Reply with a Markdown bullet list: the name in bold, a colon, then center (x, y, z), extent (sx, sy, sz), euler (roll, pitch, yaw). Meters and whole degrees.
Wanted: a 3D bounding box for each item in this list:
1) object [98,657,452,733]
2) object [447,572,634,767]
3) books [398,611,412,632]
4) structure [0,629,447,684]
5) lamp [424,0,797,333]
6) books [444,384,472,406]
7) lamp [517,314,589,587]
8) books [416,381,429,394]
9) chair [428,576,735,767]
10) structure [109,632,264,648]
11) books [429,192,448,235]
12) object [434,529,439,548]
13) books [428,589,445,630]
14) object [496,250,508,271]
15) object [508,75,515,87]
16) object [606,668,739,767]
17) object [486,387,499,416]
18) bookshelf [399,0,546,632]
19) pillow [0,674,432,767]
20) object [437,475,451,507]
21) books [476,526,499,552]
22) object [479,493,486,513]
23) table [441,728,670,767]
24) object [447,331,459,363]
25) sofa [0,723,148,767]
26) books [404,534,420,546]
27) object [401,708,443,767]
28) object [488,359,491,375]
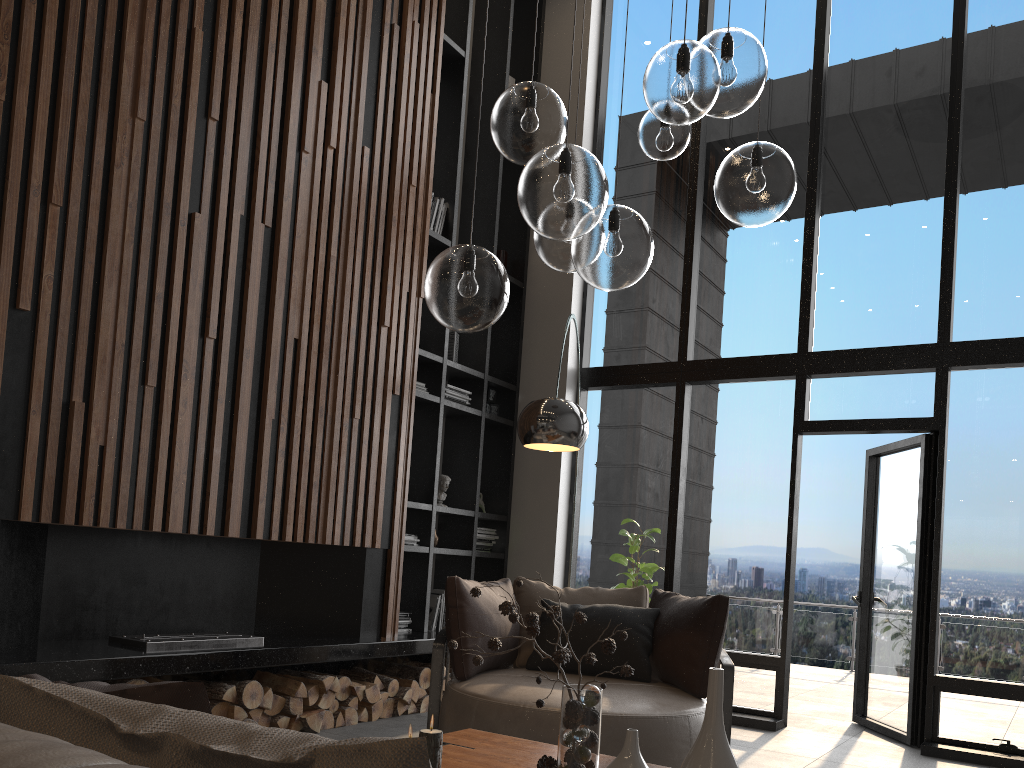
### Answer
- **object**: center (-1.062, 1.753, 4.972), extent (0.435, 0.385, 4.108), euler (-1, -12, 33)
- **object**: center (0.073, 0.849, 2.556), extent (0.542, 0.596, 0.321), euler (4, -4, 4)
- **books**: center (-0.857, 1.594, 5.887), extent (0.219, 0.125, 0.344), euler (-2, -12, 32)
- **structure**: center (-1.841, 1.450, 4.066), extent (0.667, 0.452, 6.646), euler (-2, -13, 32)
- **lamp**: center (0.443, -2.564, 2.618), extent (1.228, 4.943, 1.245), euler (2, -3, 30)
- **books**: center (-0.469, 0.098, 6.372), extent (0.219, 0.127, 0.328), euler (-2, -12, 32)
- **lamp**: center (0.285, 0.790, 4.709), extent (0.320, 2.305, 2.067), euler (4, -6, 10)
- **books**: center (-0.739, 0.025, 5.966), extent (0.327, 0.071, 0.178), euler (-3, -12, 32)
- **chair**: center (0.344, 1.453, 4.428), extent (1.457, 0.888, 1.493), euler (9, -11, -30)
- **structure**: center (-1.648, 1.322, 4.476), extent (0.299, 0.101, 0.723), euler (-3, -13, 32)
- **books**: center (-0.628, -1.167, 6.021), extent (0.185, 0.296, 0.373), euler (1, -8, 33)
- **object**: center (-0.573, 1.114, 6.329), extent (0.101, 0.141, 0.103), euler (6, -6, -19)
- **books**: center (-0.543, 1.635, 6.357), extent (0.174, 0.284, 0.338), euler (1, -8, 33)
- **object**: center (-0.096, -0.924, 6.884), extent (0.102, 0.227, 0.103), euler (3, -4, 18)
- **object**: center (-0.056, -2.289, 6.892), extent (0.083, 0.258, 0.136), euler (1, -5, 43)
- **object**: center (0.411, 0.890, 2.156), extent (0.323, 0.393, 0.317), euler (9, -8, -38)
- **object**: center (-0.170, 0.147, 6.761), extent (0.059, 0.230, 0.191), euler (2, -6, 35)
- **bookshelf**: center (-0.421, -0.861, 6.400), extent (0.337, 5.258, 1.476), euler (2, -3, 33)
- **pillow**: center (-0.785, 0.598, 1.320), extent (1.941, 0.493, 0.551), euler (-3, -10, 32)
- **object**: center (-0.524, 0.778, 6.335), extent (0.138, 0.242, 0.137), euler (5, -5, -16)
- **books**: center (-0.297, 1.189, 6.721), extent (0.218, 0.188, 0.380), euler (-1, -11, 33)
- **object**: center (-0.298, 0.863, 6.763), extent (0.130, 0.277, 0.256), euler (2, -7, 25)
- **table**: center (0.202, 1.309, 2.438), extent (1.453, 0.350, 0.913), euler (-3, -13, 32)
- **object**: center (-0.454, -0.243, 6.383), extent (0.104, 0.257, 0.105), euler (3, -4, 13)
- **sofa**: center (-0.857, 0.897, 1.922), extent (3.245, 0.808, 1.909), euler (-3, -12, 32)
- **books**: center (-0.798, 1.043, 5.898), extent (0.219, 0.077, 0.328), euler (-3, -13, 32)
- **object**: center (-0.254, 0.988, 2.393), extent (0.153, 0.208, 0.078), euler (-1, -6, 43)
- **object**: center (-0.235, -0.126, 6.782), extent (0.140, 0.215, 0.143), euler (2, -6, 24)
